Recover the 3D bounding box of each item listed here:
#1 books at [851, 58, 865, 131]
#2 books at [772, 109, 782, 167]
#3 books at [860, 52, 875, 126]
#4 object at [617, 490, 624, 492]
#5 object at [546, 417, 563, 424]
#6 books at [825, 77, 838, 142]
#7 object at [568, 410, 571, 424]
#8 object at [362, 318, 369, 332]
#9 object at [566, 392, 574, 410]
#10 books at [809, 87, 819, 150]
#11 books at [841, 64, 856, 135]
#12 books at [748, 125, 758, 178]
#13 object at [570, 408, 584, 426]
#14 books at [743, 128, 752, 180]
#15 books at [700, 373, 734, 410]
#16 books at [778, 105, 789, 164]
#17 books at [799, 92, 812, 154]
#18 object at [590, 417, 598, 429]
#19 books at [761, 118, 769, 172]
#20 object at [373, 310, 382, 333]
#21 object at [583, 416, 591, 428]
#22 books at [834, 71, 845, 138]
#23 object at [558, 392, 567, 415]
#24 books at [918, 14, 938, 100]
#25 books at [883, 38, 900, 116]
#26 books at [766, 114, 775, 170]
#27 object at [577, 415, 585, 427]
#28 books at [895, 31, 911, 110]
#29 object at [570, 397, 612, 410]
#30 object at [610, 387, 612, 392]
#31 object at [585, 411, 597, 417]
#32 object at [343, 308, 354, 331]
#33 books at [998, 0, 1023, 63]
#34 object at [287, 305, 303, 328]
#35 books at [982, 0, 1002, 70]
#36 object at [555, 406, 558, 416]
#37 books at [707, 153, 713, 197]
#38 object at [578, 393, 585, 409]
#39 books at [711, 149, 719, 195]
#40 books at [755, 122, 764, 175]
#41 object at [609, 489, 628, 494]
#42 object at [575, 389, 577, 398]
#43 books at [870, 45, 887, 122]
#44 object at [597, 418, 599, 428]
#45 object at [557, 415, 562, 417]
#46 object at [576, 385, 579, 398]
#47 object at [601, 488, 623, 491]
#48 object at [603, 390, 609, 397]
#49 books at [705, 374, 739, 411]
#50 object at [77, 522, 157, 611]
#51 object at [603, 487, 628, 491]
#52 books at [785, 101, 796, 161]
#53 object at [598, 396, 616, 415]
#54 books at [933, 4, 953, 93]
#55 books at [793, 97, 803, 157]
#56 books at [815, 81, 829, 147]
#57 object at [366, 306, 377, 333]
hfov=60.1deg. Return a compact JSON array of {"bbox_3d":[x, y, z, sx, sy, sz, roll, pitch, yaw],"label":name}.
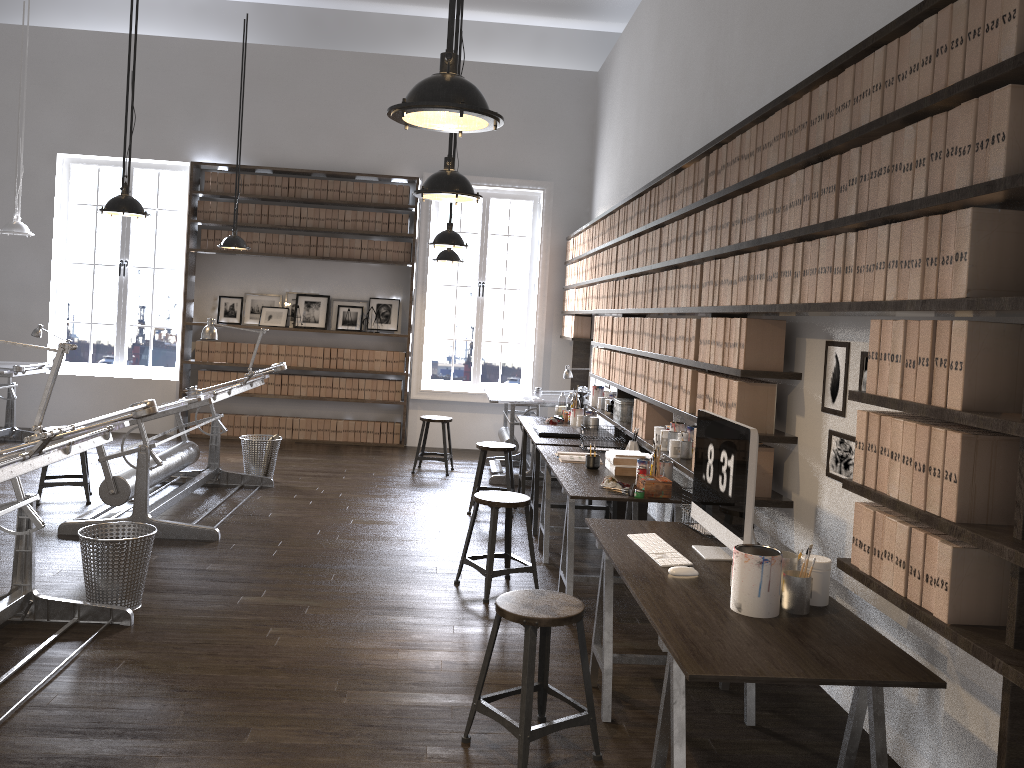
[{"bbox_3d":[1.188,-0.912,2.827,0.174,0.225,0.067,3,2,-4],"label":"books"},{"bbox_3d":[1.135,-0.967,3.522,0.174,0.225,0.067,3,2,-4],"label":"books"},{"bbox_3d":[1.191,-0.907,2.764,0.174,0.225,0.067,3,2,-4],"label":"books"},{"bbox_3d":[0.527,0.539,4.485,0.008,0.006,0.119,0,5,-45],"label":"object"},{"bbox_3d":[0.335,0.298,7.312,0.132,0.050,0.197,5,4,25],"label":"object"},{"bbox_3d":[1.175,-0.928,3.031,0.174,0.225,0.067,3,2,-4],"label":"books"},{"bbox_3d":[0.487,0.276,7.304,0.049,0.112,0.050,3,2,-8],"label":"object"},{"bbox_3d":[-1.627,-0.651,9.823,0.066,0.165,0.040,3,1,-4],"label":"object"},{"bbox_3d":[0.503,0.188,7.616,0.068,0.237,0.069,3,2,-7],"label":"object"},{"bbox_3d":[1.166,-0.939,3.173,0.174,0.225,0.067,3,2,-4],"label":"books"},{"bbox_3d":[1.179,-0.917,2.893,0.174,0.225,0.067,3,2,-4],"label":"books"},{"bbox_3d":[1.116,-0.989,3.803,0.174,0.225,0.067,3,2,-4],"label":"books"},{"bbox_3d":[0.532,0.269,7.240,0.104,0.141,0.105,3,2,-12],"label":"object"},{"bbox_3d":[1.113,-0.994,3.876,0.174,0.225,0.067,3,2,-4],"label":"books"},{"bbox_3d":[1.016,0.066,4.340,0.174,0.225,0.067,3,2,-4],"label":"books"},{"bbox_3d":[1.139,-0.961,3.449,0.174,0.225,0.067,3,2,-4],"label":"books"},{"bbox_3d":[1.155,-0.945,3.247,0.174,0.225,0.067,3,2,-4],"label":"books"},{"bbox_3d":[0.651,0.310,7.037,0.062,0.094,0.062,1,3,-45],"label":"object"},{"bbox_3d":[1.132,-0.977,3.664,0.174,0.225,0.067,3,2,-4],"label":"books"},{"bbox_3d":[-1.499,-0.697,9.894,0.110,0.261,0.040,3,1,-4],"label":"object"},{"bbox_3d":[0.599,0.304,7.080,0.063,0.093,0.063,1,3,-45],"label":"object"},{"bbox_3d":[1.180,-0.922,2.961,0.174,0.225,0.067,3,2,-4],"label":"books"},{"bbox_3d":[0.431,0.188,7.611,0.068,0.229,0.069,3,2,-7],"label":"object"},{"bbox_3d":[1.212,-0.880,2.410,0.174,0.225,0.067,3,2,-4],"label":"books"},{"bbox_3d":[1.203,-0.896,2.622,0.174,0.225,0.067,3,2,-4],"label":"books"},{"bbox_3d":[1.133,-0.972,3.594,0.174,0.225,0.067,3,2,-4],"label":"books"},{"bbox_3d":[0.552,0.297,7.132,0.062,0.094,0.062,5,3,36],"label":"object"},{"bbox_3d":[1.209,-0.890,2.552,0.174,0.225,0.067,3,2,-4],"label":"books"},{"bbox_3d":[0.656,0.176,7.394,0.345,0.146,0.077,5,2,18],"label":"object"},{"bbox_3d":[0.840,0.096,7.628,0.041,0.162,0.005,3,1,-12],"label":"object"},{"bbox_3d":[0.642,0.285,7.200,0.094,0.128,0.095,3,2,0],"label":"object"},{"bbox_3d":[-1.817,-0.710,9.835,0.124,0.260,0.040,3,1,-4],"label":"object"},{"bbox_3d":[1.240,-0.852,2.061,0.174,0.225,0.067,3,2,-4],"label":"books"},{"bbox_3d":[-2.392,-0.742,9.781,0.174,0.260,0.040,3,1,-4],"label":"object"},{"bbox_3d":[1.239,-0.857,2.131,0.174,0.225,0.067,3,2,-4],"label":"books"},{"bbox_3d":[0.410,0.243,7.681,0.068,0.104,0.068,3,2,0],"label":"object"},{"bbox_3d":[1.078,-1.038,4.433,0.174,0.225,0.067,3,2,-4],"label":"books"},{"bbox_3d":[0.587,0.196,7.622,0.068,0.229,0.069,3,2,-7],"label":"object"},{"bbox_3d":[1.077,-1.032,4.359,0.174,0.225,0.067,3,2,-4],"label":"books"},{"bbox_3d":[1.125,-0.983,3.733,0.174,0.225,0.067,3,2,-4],"label":"books"},{"bbox_3d":[0.528,0.539,4.466,0.005,0.005,0.158,1,5,-38],"label":"object"},{"bbox_3d":[0.532,0.136,7.425,0.006,0.192,0.055,3,1,-5],"label":"object"},{"bbox_3d":[1.194,-0.902,2.691,0.174,0.225,0.067,3,2,-4],"label":"books"},{"bbox_3d":[0.674,0.316,7.121,0.054,0.080,0.054,3,2,-3],"label":"object"},{"bbox_3d":[0.402,0.286,7.560,0.049,0.037,0.049,3,3,-8],"label":"object"},{"bbox_3d":[0.542,0.122,7.434,0.021,0.228,0.007,4,1,8],"label":"object"},{"bbox_3d":[0.517,0.533,4.483,0.156,0.006,0.006,5,3,16],"label":"object"},{"bbox_3d":[0.805,0.126,7.566,0.051,0.139,0.050,3,2,-7],"label":"object"},{"bbox_3d":[1.026,0.072,4.265,0.174,0.225,0.067,3,2,-4],"label":"books"},{"bbox_3d":[-1.904,0.891,4.260,0.353,0.377,0.353,4,3,17],"label":"object"},{"bbox_3d":[0.523,0.531,4.478,0.011,0.017,0.172,2,4,-36],"label":"object"},{"bbox_3d":[1.148,-0.956,3.387,0.174,0.225,0.067,3,2,-4],"label":"books"},{"bbox_3d":[0.818,0.180,7.145,0.236,0.161,0.107,1,3,-39],"label":"object"},{"bbox_3d":[1.217,-0.874,2.338,0.174,0.225,0.067,3,2,-4],"label":"books"},{"bbox_3d":[1.155,-0.951,3.322,0.174,0.225,0.067,3,2,-4],"label":"books"},{"bbox_3d":[1.166,-0.934,3.102,0.174,0.225,0.067,3,2,-4],"label":"books"},{"bbox_3d":[-1.565,-0.720,9.861,0.118,0.304,0.040,3,1,-4],"label":"object"}]
